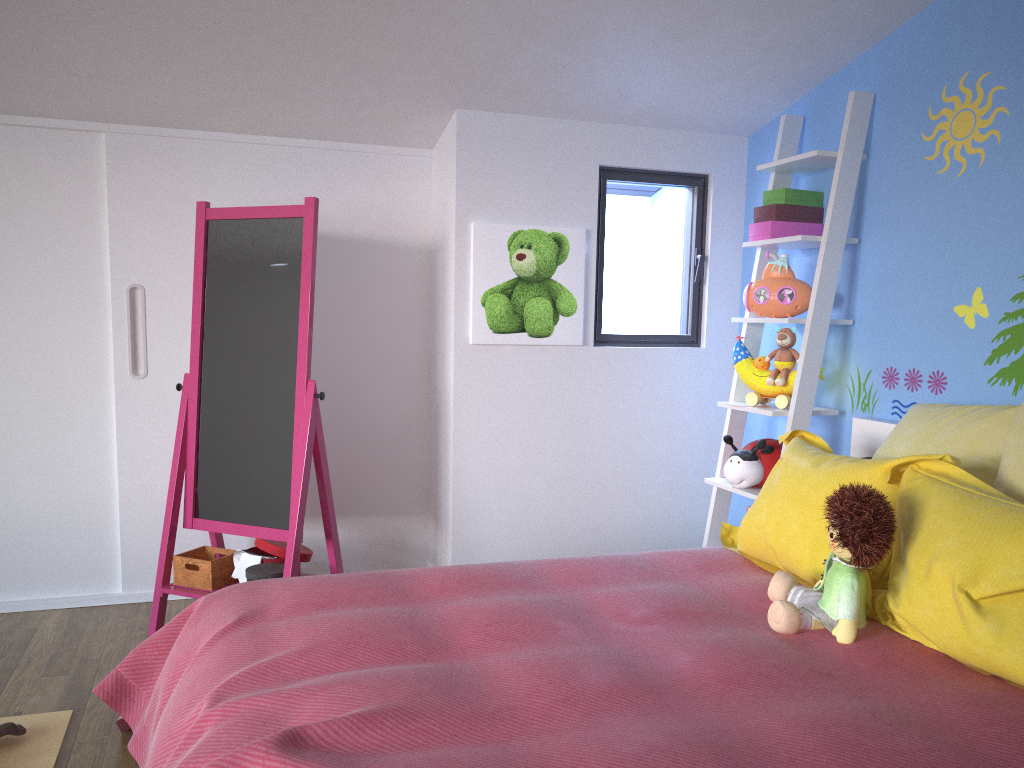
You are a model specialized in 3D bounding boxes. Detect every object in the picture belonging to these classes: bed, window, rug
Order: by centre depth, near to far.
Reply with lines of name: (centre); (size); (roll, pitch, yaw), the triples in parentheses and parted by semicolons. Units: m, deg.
rug: (-1.434, 0.992, 1.228); (1.200, 0.006, 2.188); (0, 5, -19)
bed: (0.301, 0.579, 1.851); (2.316, 0.816, 1.916); (0, 5, -19)
window: (0.531, -0.519, 3.579); (0.585, 0.752, 0.207); (-1, 7, -19)

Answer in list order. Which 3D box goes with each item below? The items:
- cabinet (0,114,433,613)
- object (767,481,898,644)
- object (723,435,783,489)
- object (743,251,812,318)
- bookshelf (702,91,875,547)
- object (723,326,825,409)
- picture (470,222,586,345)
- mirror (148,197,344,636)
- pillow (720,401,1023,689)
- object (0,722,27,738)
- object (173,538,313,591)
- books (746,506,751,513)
cabinet: (-2.338, -0.045, 2.974); (4.231, 1.776, 0.052); (0, 7, -19)
object: (0.686, 0.375, 1.901); (0.251, 0.344, 0.284); (3, 6, 16)
object: (0.881, 0.271, 3.135); (0.322, 0.184, 0.252); (0, 5, -12)
object: (0.951, -0.344, 3.061); (0.294, 0.235, 0.157); (6, 8, 41)
bookshelf: (0.919, -0.031, 3.104); (0.380, 1.864, 0.388); (-1, 8, -19)
object: (0.888, -0.060, 3.061); (0.371, 0.283, 0.153); (6, 8, 43)
picture: (0.062, -0.369, 3.329); (0.450, 0.446, 0.026); (-1, 8, -19)
mirror: (-0.901, 0.125, 3.027); (0.610, 1.499, 0.414); (4, 8, 22)
pillow: (1.044, 0.273, 2.079); (0.679, 0.535, 1.337); (-1, 5, -17)
object: (-1.379, 0.850, 2.121); (0.604, 0.112, 0.397); (4, 5, 30)
object: (-0.897, 0.616, 3.119); (0.444, 0.160, 0.366); (4, 5, 27)
books: (0.878, 0.535, 3.047); (0.197, 0.250, 0.079); (-1, 7, -19)
